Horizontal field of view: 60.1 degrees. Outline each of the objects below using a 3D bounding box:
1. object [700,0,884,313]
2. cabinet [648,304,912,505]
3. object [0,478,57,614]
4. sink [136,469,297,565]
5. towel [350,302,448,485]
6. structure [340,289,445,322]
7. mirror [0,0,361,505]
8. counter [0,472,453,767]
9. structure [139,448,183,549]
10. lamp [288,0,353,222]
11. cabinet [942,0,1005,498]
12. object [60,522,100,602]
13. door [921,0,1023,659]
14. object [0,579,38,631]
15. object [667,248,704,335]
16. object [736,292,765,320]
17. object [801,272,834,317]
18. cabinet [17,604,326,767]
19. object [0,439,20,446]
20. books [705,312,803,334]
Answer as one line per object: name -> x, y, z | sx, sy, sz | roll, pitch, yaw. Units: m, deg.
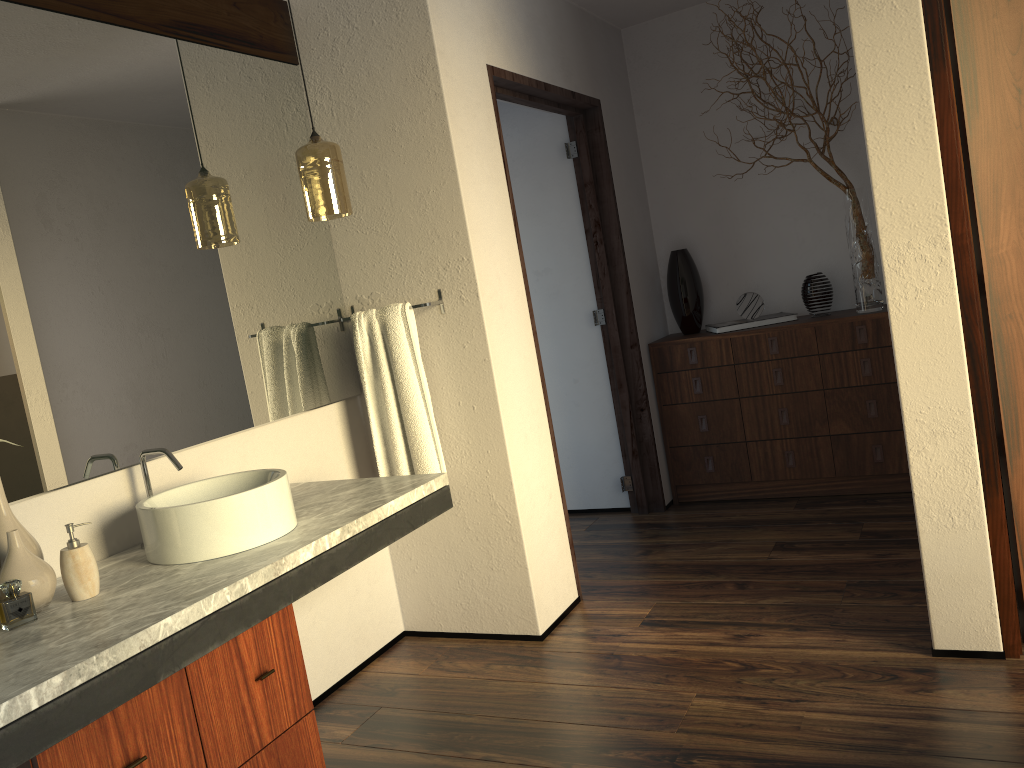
object -> 1.208, -1.002, 3.940 | 0.721, 1.449, 0.838 | -12, 6, -19
cabinet -> 1.311, 0.105, 4.172 | 1.163, 0.800, 0.395 | -7, 6, 29
object -> -1.042, 0.319, 1.838 | 0.117, 0.305, 0.245 | -14, 7, -35
sink -> -0.709, 0.314, 2.139 | 0.359, 0.130, 0.355 | -10, 6, 6
towel -> -0.376, 0.058, 2.937 | 0.157, 0.636, 0.264 | -15, 8, -44
structure -> -0.411, -0.244, 2.966 | 0.377, 0.088, 0.100 | -7, 7, 29
mirror -> -1.513, -0.178, 1.322 | 0.018, 1.151, 3.998 | -7, 7, 27
counter -> -0.919, 0.521, 1.657 | 0.599, 0.101, 2.214 | -7, 7, 27
structure -> -0.877, 0.282, 2.190 | 0.168, 0.242, 0.065 | -7, 7, 32
lamp -> -0.629, -0.933, 2.660 | 0.137, 0.866, 0.141 | -12, 6, -19
cabinet -> 2.388, -0.781, 3.142 | 1.514, 2.361, 0.351 | -7, 6, 29
object -> -0.903, 0.367, 1.840 | 0.071, 0.158, 0.070 | -9, 6, 11
door -> 1.538, -0.317, 2.236 | 0.745, 1.945, 0.455 | -7, 6, 28
object -> -0.962, 0.423, 1.715 | 0.040, 0.090, 0.056 | -6, 7, 38
object -> 0.853, -0.453, 4.357 | 0.174, 0.416, 0.166 | -5, 7, 41
object -> 1.136, -0.373, 4.222 | 0.133, 0.131, 0.128 | -8, 6, 24
object -> 1.404, -0.413, 4.071 | 0.137, 0.200, 0.141 | -12, 6, -18
cabinet -> -0.807, 0.831, 1.881 | 0.523, 0.599, 0.646 | -7, 7, 28
object -> -1.122, 0.238, 1.777 | 0.189, 0.504, 0.242 | -9, 6, 6
books -> 1.195, -0.302, 4.211 | 0.499, 0.034, 0.246 | -10, 6, 4
